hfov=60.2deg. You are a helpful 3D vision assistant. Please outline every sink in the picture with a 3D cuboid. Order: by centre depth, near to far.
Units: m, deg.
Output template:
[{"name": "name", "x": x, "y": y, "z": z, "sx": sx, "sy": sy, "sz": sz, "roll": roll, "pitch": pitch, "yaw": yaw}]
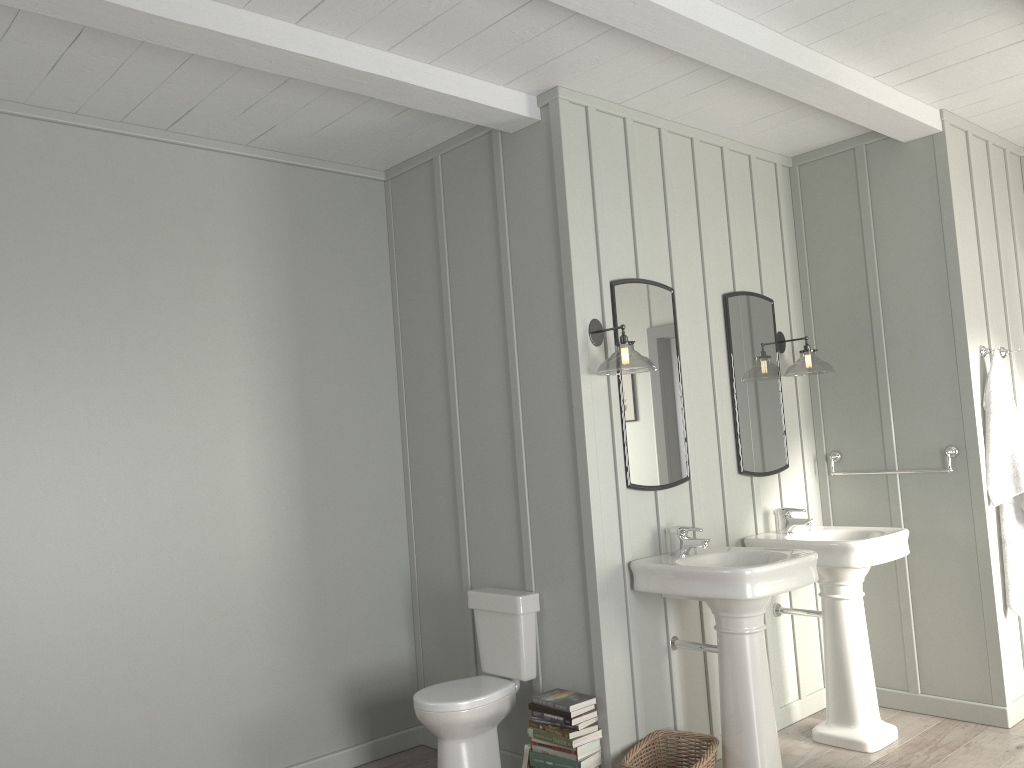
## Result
[{"name": "sink", "x": 0.856, "y": 1.060, "z": 3.412, "sx": 0.549, "sy": 1.013, "sz": 0.587, "roll": -1, "pitch": -5, "yaw": -42}, {"name": "sink", "x": 1.440, "y": 1.058, "z": 3.934, "sx": 0.549, "sy": 1.013, "sz": 0.587, "roll": -1, "pitch": -5, "yaw": -42}]

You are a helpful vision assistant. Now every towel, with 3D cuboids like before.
[{"name": "towel", "x": 2.294, "y": 0.435, "z": 3.993, "sx": 0.308, "sy": 1.203, "sz": 0.167, "roll": -2, "pitch": -4, "yaw": -37}]

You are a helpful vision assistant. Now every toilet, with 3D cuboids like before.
[{"name": "toilet", "x": -0.151, "y": 1.254, "z": 3.533, "sx": 0.506, "sy": 0.786, "sz": 0.344, "roll": -1, "pitch": -5, "yaw": -42}]

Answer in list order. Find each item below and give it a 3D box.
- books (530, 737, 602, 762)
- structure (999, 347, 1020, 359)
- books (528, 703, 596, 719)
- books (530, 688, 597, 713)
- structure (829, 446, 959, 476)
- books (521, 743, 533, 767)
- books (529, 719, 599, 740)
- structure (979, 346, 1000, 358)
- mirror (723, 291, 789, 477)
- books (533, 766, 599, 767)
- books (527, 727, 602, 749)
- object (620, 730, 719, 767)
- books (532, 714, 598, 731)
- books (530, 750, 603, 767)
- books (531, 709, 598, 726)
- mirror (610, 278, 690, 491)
[{"name": "books", "x": 0.206, "y": 1.368, "z": 3.366, "sx": 0.231, "sy": 0.051, "sz": 0.150, "roll": -8, "pitch": -6, "yaw": 43}, {"name": "structure", "x": 2.386, "y": -0.154, "z": 4.232, "sx": 0.054, "sy": 0.056, "sz": 0.082, "roll": -1, "pitch": -5, "yaw": -42}, {"name": "books", "x": 0.189, "y": 1.227, "z": 3.367, "sx": 0.215, "sy": 0.024, "sz": 0.144, "roll": -8, "pitch": -6, "yaw": 44}, {"name": "books", "x": 0.195, "y": 1.201, "z": 3.360, "sx": 0.144, "sy": 0.024, "sz": 0.214, "roll": 0, "pitch": -6, "yaw": -41}, {"name": "structure", "x": 1.808, "y": 0.372, "z": 4.233, "sx": 0.053, "sy": 0.123, "sz": 0.624, "roll": -1, "pitch": -5, "yaw": -42}, {"name": "books", "x": 0.105, "y": 1.511, "z": 3.469, "sx": 0.164, "sy": 0.235, "sz": 0.095, "roll": -1, "pitch": -5, "yaw": -42}, {"name": "books", "x": 0.195, "y": 1.300, "z": 3.366, "sx": 0.143, "sy": 0.024, "sz": 0.240, "roll": -1, "pitch": -5, "yaw": -37}, {"name": "structure", "x": 2.204, "y": -0.153, "z": 4.070, "sx": 0.054, "sy": 0.056, "sz": 0.082, "roll": -1, "pitch": -5, "yaw": -42}, {"name": "mirror", "x": 1.167, "y": -0.003, "z": 4.202, "sx": 0.409, "sy": 0.883, "sz": 0.015, "roll": -1, "pitch": -5, "yaw": -42}, {"name": "books", "x": 0.205, "y": 1.458, "z": 3.354, "sx": 0.144, "sy": 0.024, "sz": 0.215, "roll": 0, "pitch": -6, "yaw": -42}, {"name": "books", "x": 0.199, "y": 1.326, "z": 3.363, "sx": 0.164, "sy": 0.032, "sz": 0.244, "roll": 0, "pitch": -6, "yaw": -42}, {"name": "object", "x": 0.600, "y": 1.468, "z": 3.283, "sx": 0.301, "sy": 0.220, "sz": 0.451, "roll": -6, "pitch": -5, "yaw": 29}, {"name": "books", "x": 0.203, "y": 1.275, "z": 3.369, "sx": 0.214, "sy": 0.025, "sz": 0.144, "roll": -7, "pitch": -5, "yaw": 37}, {"name": "books", "x": 0.206, "y": 1.420, "z": 3.360, "sx": 0.237, "sy": 0.053, "sz": 0.153, "roll": -7, "pitch": -5, "yaw": 38}, {"name": "books", "x": 0.199, "y": 1.251, "z": 3.357, "sx": 0.144, "sy": 0.024, "sz": 0.215, "roll": 0, "pitch": -6, "yaw": -43}, {"name": "mirror", "x": 0.579, "y": -0.001, "z": 3.677, "sx": 0.409, "sy": 0.883, "sz": 0.015, "roll": -1, "pitch": -5, "yaw": -42}]
